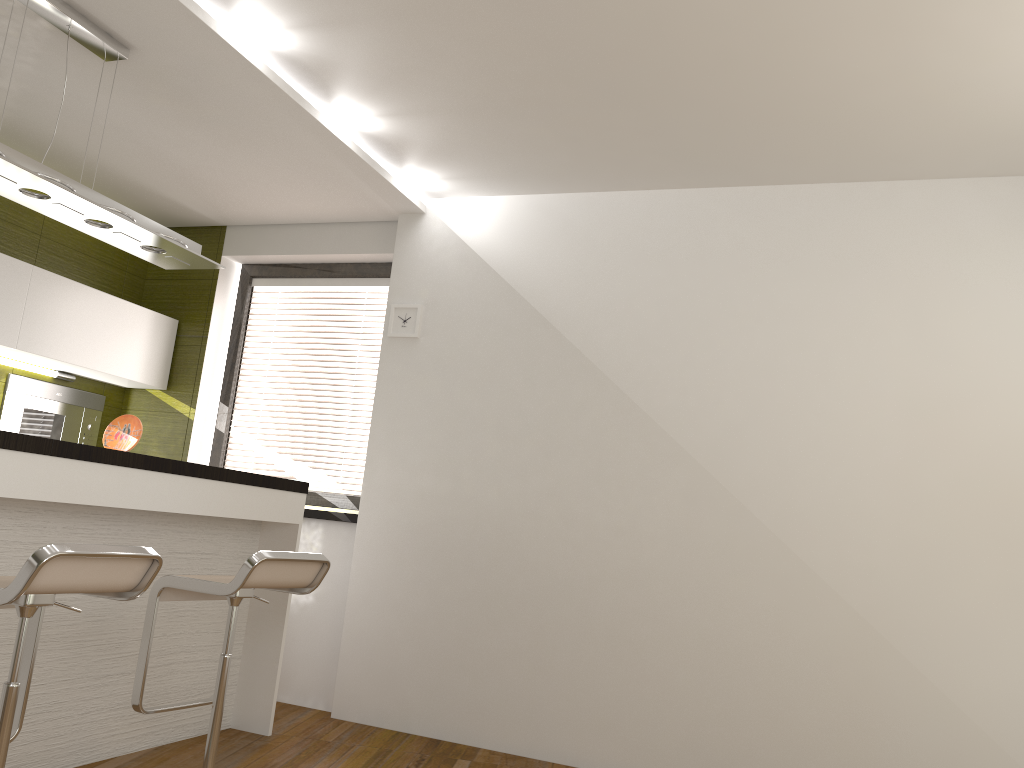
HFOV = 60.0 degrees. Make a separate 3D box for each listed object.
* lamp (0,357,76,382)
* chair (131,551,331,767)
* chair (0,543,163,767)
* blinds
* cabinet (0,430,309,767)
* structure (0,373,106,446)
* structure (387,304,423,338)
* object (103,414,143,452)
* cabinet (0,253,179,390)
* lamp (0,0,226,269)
[{"bbox_3d":[-2.609,-0.099,4.736,0.095,0.041,0.716,3,-10,21],"label":"lamp"},{"bbox_3d":[-0.962,0.982,3.005,0.460,0.857,0.418,1,-11,26],"label":"chair"},{"bbox_3d":[-1.251,0.816,2.226,0.460,0.857,0.418,2,-10,21],"label":"chair"},{"bbox_3d":[-2.611,-2.013,9.423,16.000,12.704,9.030,12,-11,-29],"label":"blinds"},{"bbox_3d":[-1.825,0.717,2.834,0.663,1.134,2.947,2,-10,21],"label":"cabinet"},{"bbox_3d":[-2.572,0.239,4.966,0.015,0.469,0.663,2,-10,21],"label":"structure"},{"bbox_3d":[-0.570,-0.336,4.737,0.180,0.180,0.026,2,-10,21],"label":"structure"},{"bbox_3d":[-1.641,0.213,3.739,0.184,0.178,0.055,3,-10,17],"label":"object"},{"bbox_3d":[-2.948,0.261,3.722,0.724,2.089,3.471,2,-10,21],"label":"cabinet"},{"bbox_3d":[-1.638,-0.999,3.169,0.326,0.683,1.677,2,-10,21],"label":"lamp"}]
